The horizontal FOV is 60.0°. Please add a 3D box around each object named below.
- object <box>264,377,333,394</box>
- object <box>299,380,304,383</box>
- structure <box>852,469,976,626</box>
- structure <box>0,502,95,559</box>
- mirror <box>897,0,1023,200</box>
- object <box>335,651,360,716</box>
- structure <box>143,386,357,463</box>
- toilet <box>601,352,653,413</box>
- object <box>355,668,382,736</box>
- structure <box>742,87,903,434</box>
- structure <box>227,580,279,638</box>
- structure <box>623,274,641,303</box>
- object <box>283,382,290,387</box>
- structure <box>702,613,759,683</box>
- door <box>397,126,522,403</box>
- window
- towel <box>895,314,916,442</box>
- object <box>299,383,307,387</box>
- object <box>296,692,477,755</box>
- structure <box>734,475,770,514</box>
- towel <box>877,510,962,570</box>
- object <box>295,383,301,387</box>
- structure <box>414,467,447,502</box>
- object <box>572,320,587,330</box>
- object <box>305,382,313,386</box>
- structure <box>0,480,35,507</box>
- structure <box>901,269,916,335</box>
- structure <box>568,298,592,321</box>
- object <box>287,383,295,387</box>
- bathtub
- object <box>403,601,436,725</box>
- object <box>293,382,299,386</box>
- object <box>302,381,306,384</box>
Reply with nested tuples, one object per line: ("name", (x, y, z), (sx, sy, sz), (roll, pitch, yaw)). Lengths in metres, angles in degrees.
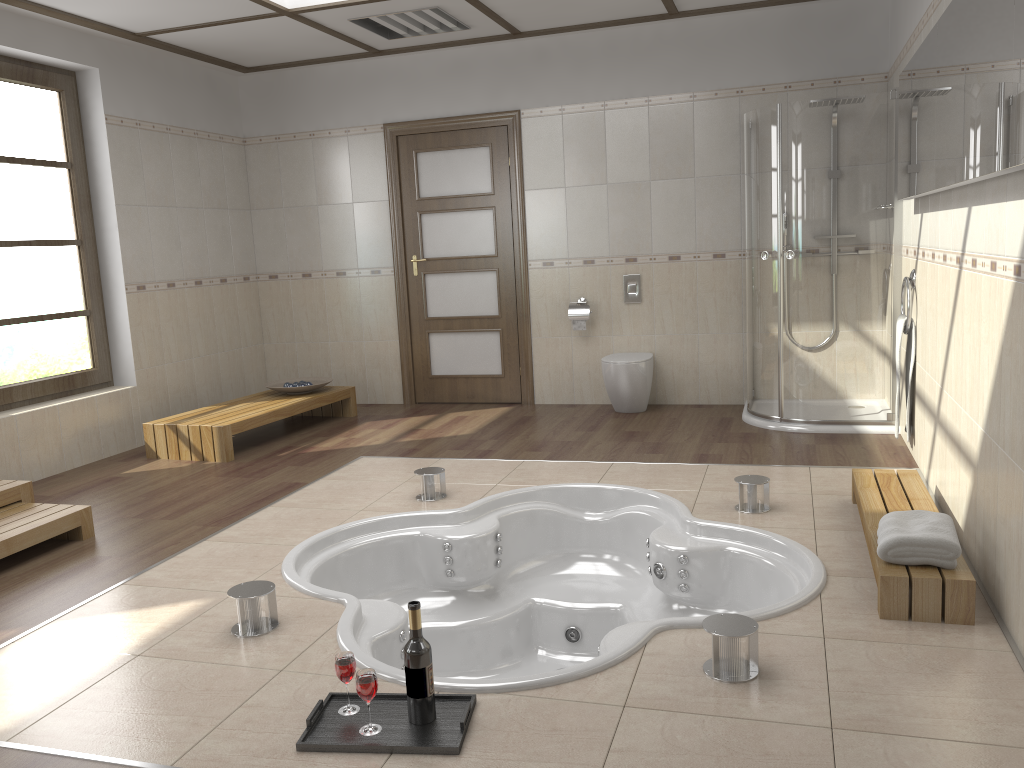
("object", (-1.535, 0.023, 6.395), (0.487, 0.076, 0.487), (-7, 10, -26))
("object", (-1.532, 0.004, 6.481), (0.060, 0.060, 0.060), (0, 9, 17))
("structure", (1.424, 0.541, 3.244), (0.260, 0.140, 1.280), (0, 9, 17))
("structure", (-2.350, 0.714, 3.440), (0.620, 0.140, 1.280), (0, 9, 17))
("mirror", (1.384, -0.923, 2.694), (0.005, 0.600, 3.600), (0, 9, 17))
("object", (-0.426, 0.771, 2.289), (0.055, 0.153, 0.055), (-1, 9, 10))
("structure", (-1.713, 0.239, 6.027), (0.620, 0.220, 1.450), (1, 10, 22))
("toilet", (0.810, 0.001, 6.145), (0.337, 0.388, 0.519), (0, 9, 17))
("object", (-0.355, 0.783, 2.188), (0.055, 0.153, 0.055), (-1, 9, 10))
("structure", (1.873, -0.730, 5.482), (0.900, 1.917, 0.900), (0, 9, 17))
("structure", (-0.836, 0.725, 2.866), (0.150, 0.131, 0.150), (0, 9, 22))
("structure", (0.852, -0.674, 6.285), (0.120, 0.200, 0.010), (0, 9, 17))
("object", (-1.620, 0.017, 6.403), (0.060, 0.060, 0.060), (0, 9, 17))
("structure", (0.595, 0.717, 2.417), (0.150, 0.131, 0.150), (1, 10, 27))
("door", (-0.392, -0.858, 6.671), (0.861, 2.026, 0.102), (-1, 9, 15))
("window", (-2.872, -0.875, 5.143), (0.117, 1.934, 1.188), (0, 9, 17))
("towel", (2.006, -0.037, 4.549), (0.083, 0.635, 0.280), (0, 9, 18))
("object", (-1.492, 0.025, 6.322), (0.060, 0.060, 0.060), (0, 9, 17))
("object", (-0.308, 0.841, 2.232), (0.400, 0.040, 0.250), (-2, 9, 8))
("structure", (1.037, 0.475, 3.829), (0.150, 0.131, 0.150), (-2, 9, 7))
("towel", (1.300, 0.488, 2.851), (0.233, 0.099, 0.331), (0, 9, 22))
("object", (-1.525, 0.020, 6.372), (0.060, 0.060, 0.060), (0, 9, 17))
("structure", (-0.394, 0.482, 4.278), (0.150, 0.131, 0.150), (-6, 9, -17))
("object", (0.487, -0.462, 6.335), (0.098, 0.151, 0.090), (0, 9, 17))
("object", (-1.462, 0.012, 6.377), (0.060, 0.060, 0.060), (0, 9, 17))
("structure", (-2.735, 0.677, 3.549), (0.620, 0.220, 1.450), (0, 9, 17))
("structure", (2.009, -0.416, 4.491), (0.051, 0.332, 0.291), (0, 9, 17))
("structure", (0.496, -0.537, 6.344), (0.170, 0.151, 0.154), (0, 9, 17))
("object", (-1.584, 0.025, 6.352), (0.060, 0.060, 0.060), (0, 9, 17))
("bathtub", (0.121, 0.977, 3.406), (1.751, 0.674, 1.754), (-8, 10, -27))
("object", (-0.235, 0.694, 2.221), (0.070, 0.307, 0.070), (-6, 9, -16))
("object", (-1.563, 0.014, 6.427), (0.060, 0.060, 0.060), (0, 9, 17))
("object", (-1.500, 0.010, 6.428), (0.060, 0.060, 0.060), (0, 9, 17))
